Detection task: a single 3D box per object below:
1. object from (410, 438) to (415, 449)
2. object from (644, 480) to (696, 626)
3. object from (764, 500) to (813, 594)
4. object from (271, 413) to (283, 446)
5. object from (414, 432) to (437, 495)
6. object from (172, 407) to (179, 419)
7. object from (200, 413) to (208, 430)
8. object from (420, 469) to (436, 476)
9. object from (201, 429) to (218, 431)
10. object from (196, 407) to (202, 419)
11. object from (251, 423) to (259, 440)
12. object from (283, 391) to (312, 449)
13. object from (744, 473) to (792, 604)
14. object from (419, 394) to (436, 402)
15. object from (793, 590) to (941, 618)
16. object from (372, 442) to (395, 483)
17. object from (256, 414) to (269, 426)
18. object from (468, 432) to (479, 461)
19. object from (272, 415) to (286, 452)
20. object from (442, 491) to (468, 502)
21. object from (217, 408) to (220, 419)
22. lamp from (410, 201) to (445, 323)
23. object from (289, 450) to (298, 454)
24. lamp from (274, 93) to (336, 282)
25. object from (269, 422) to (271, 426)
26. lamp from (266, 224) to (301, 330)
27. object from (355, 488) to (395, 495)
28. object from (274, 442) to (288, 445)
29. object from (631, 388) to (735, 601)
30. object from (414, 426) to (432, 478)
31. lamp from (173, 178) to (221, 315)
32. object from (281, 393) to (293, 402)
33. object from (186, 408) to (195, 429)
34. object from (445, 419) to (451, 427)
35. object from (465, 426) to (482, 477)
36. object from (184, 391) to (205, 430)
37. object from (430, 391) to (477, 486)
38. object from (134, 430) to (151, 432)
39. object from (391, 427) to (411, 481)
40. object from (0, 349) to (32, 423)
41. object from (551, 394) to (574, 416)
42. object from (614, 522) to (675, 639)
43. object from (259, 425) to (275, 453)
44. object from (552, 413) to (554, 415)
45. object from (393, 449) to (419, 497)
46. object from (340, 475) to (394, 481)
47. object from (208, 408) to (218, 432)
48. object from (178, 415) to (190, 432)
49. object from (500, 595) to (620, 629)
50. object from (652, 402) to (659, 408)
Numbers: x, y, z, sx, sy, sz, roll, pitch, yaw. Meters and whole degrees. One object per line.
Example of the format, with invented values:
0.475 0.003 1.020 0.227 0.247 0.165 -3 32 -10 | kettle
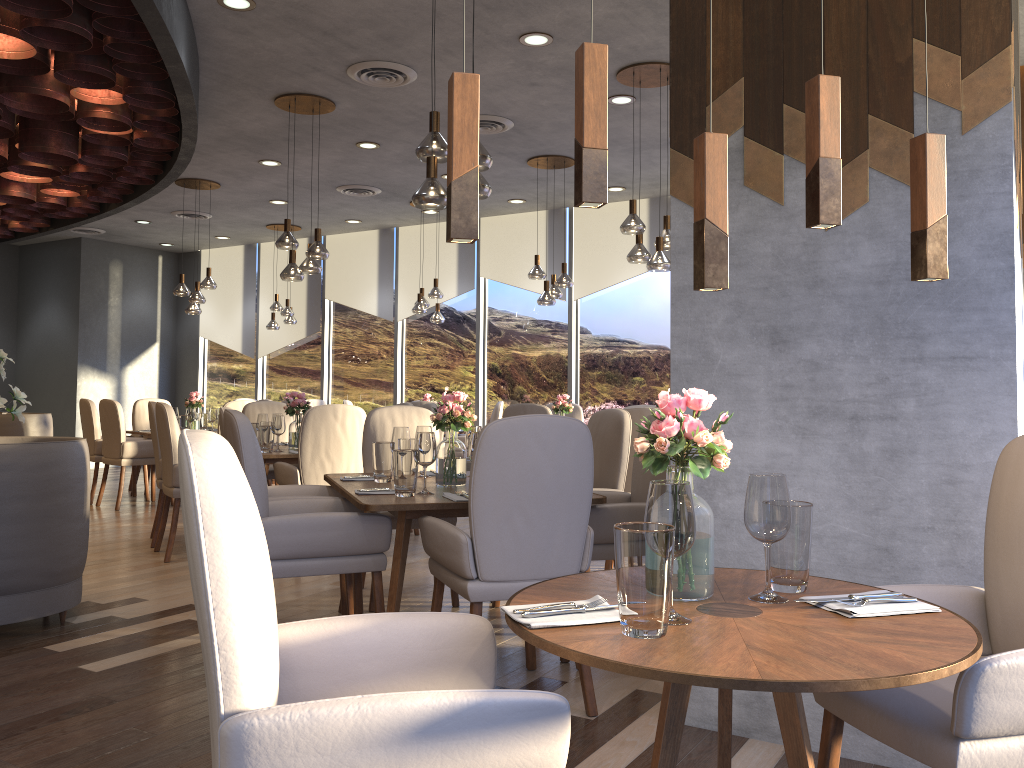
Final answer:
-0.506 0.355 4.302 0.102 0.178 0.102 0 -2 12 | object
0.280 0.296 1.573 0.092 0.245 0.092 0 -3 22 | object
0.568 0.334 1.827 0.102 0.178 0.102 1 -2 -10 | object
-1.779 0.345 6.713 0.092 0.245 0.092 3 -3 -43 | object
-0.343 0.313 3.507 0.092 0.245 0.092 -1 -3 27 | object
-3.503 0.364 9.184 0.092 0.245 0.092 2 -3 -38 | object
-3.288 0.401 9.432 0.102 0.178 0.102 2 -3 -37 | object
-0.365 0.438 4.385 0.157 0.019 0.255 1 -1 -14 | object
-3.143 0.481 9.346 0.255 0.019 0.157 1 -1 -43 | object
-3.307 0.367 9.326 0.092 0.245 0.092 0 -3 22 | object
-1.889 0.373 6.425 0.102 0.178 0.102 1 -2 -9 | object
-1.551 0.260 6.418 0.210 0.416 0.197 1 -2 -11 | object
0.503 0.300 1.741 0.092 0.245 0.092 2 -3 -36 | object
-0.938 0.311 9.788 0.198 0.416 0.210 -1 -3 29 | object
0.660 0.413 1.685 0.255 0.019 0.157 1 -1 -16 | object
-0.576 0.350 3.968 0.102 0.178 0.102 0 -2 21 | object
-1.836 0.342 6.522 0.092 0.245 0.092 -1 -3 23 | object
-0.130 0.316 3.562 0.092 0.245 0.092 2 -3 -39 | object
-1.582 0.337 6.008 0.092 0.245 0.092 0 -3 17 | object
-0.175 0.426 3.397 0.157 0.019 0.255 1 -1 -19 | object
-2.919 0.365 8.905 0.092 0.245 0.092 2 -3 -23 | object
-0.925 -1.352 9.870 0.439 1.328 0.439 -1 -3 24 | lamp
-1.399 0.450 5.928 0.157 0.019 0.255 1 -1 -28 | object
-1.528 -1.402 6.497 0.439 1.328 0.439 -1 -3 36 | lamp
-1.874 0.377 6.766 0.102 0.178 0.102 1 -2 -17 | object
-2.933 -1.348 11.342 0.439 1.328 0.439 -1 -3 30 | lamp
-0.501 0.425 3.555 0.255 0.019 0.157 1 -1 -15 | object
-1.749 0.460 6.871 0.157 0.019 0.255 1 -1 -24 | object
0.340 0.214 1.770 0.210 0.416 0.197 0 -2 9 | object
-0.421 0.322 4.234 0.092 0.245 0.092 -1 -3 34 | object
-3.211 -1.382 9.018 0.439 1.328 0.439 1 -3 -20 | lamp
-2.864 0.316 11.368 0.197 0.416 0.210 2 -3 -36 | object
-3.109 0.358 8.567 0.092 0.245 0.092 2 -3 -39 | object
-0.714 0.433 9.939 0.102 0.178 0.102 -1 -2 26 | object
-0.182 0.325 4.274 0.092 0.245 0.092 -1 -3 31 | object
-3.209 0.281 8.944 0.198 0.416 0.210 -2 -3 43 | object
-0.262 0.237 3.878 0.210 0.416 0.197 0 -2 9 | object
-3.668 0.472 8.958 0.255 0.019 0.157 1 -1 -42 | object
-0.509 0.319 4.055 0.092 0.245 0.092 -1 -3 27 | object
-1.941 0.269 2.739 0.788 1.619 0.745 -1 -3 37 | object
0.451 0.297 7.936 0.210 0.416 0.197 0 -2 4 | object
0.221 0.327 1.480 0.102 0.178 0.102 0 -2 16 | object
-1.635 0.368 5.911 0.102 0.178 0.102 -1 -3 31 | object
0.331 0.380 7.828 0.092 0.245 0.092 1 -2 -4 | object
-0.410 0.344 3.419 0.102 0.178 0.102 0 -2 11 | object
-0.667 0.431 4.104 0.255 0.019 0.157 1 -1 -15 | object
-2.943 0.362 8.711 0.092 0.245 0.092 3 -3 -43 | object
-3.131 0.390 8.458 0.102 0.178 0.102 0 -2 4 | object
0.118 0.408 1.608 0.255 0.019 0.157 1 -1 -20 | object
1.017 0.273 5.802 0.210 0.416 0.197 1 -2 -11 | object
